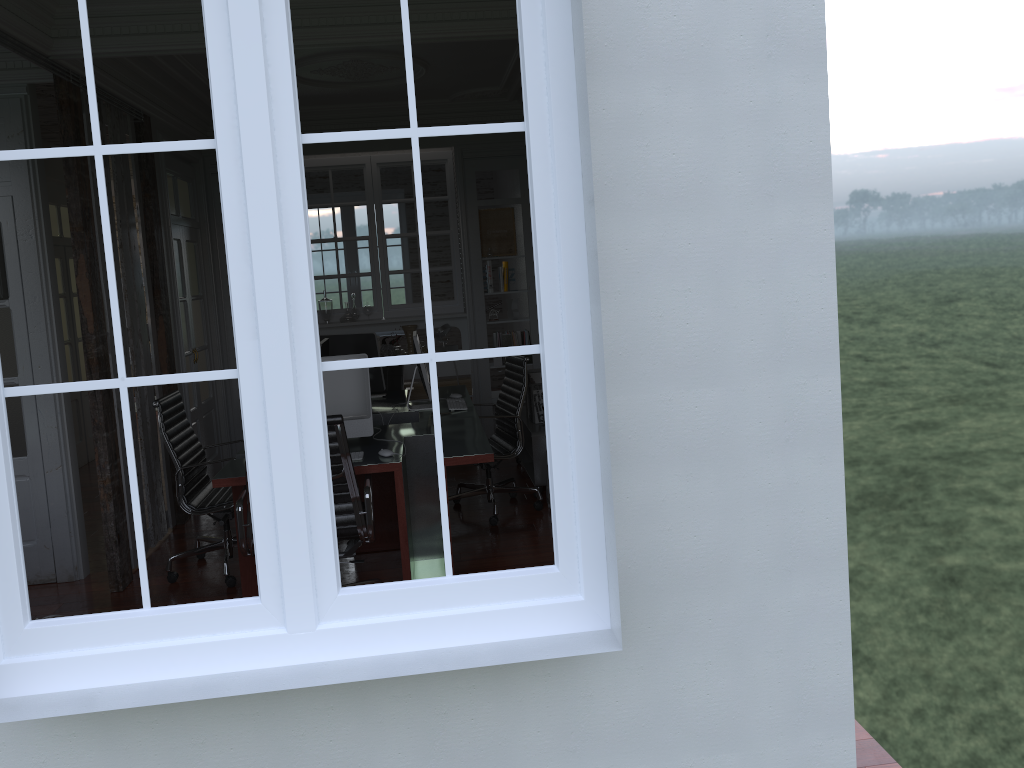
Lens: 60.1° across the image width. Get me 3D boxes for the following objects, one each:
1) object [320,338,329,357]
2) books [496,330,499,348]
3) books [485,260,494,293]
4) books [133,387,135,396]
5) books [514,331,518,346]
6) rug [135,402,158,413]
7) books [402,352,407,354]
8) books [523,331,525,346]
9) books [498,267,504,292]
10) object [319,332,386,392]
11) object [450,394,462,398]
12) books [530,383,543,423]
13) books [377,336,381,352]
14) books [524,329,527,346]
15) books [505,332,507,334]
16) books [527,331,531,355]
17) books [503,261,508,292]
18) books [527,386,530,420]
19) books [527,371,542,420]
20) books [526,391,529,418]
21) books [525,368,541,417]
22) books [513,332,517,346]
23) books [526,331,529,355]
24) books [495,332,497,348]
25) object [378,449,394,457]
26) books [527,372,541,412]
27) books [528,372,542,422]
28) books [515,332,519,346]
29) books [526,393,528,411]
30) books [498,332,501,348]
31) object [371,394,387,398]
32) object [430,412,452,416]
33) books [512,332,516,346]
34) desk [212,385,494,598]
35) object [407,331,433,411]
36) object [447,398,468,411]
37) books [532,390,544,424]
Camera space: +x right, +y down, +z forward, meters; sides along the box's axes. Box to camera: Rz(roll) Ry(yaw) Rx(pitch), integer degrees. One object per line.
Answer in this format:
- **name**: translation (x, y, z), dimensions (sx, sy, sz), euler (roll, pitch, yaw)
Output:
- **object**: translation (-1.181, -0.033, 5.603), dimensions (0.190, 0.483, 0.486), euler (-5, 6, -6)
- **books**: translation (-0.132, -0.329, 8.001), dimensions (0.038, 0.294, 0.181), euler (-4, 5, 2)
- **books**: translation (-0.207, -0.967, 7.976), dimensions (0.042, 0.285, 0.217), euler (-5, 6, -6)
- **books**: translation (-5.498, 0.054, 13.001), dimensions (0.057, 0.228, 0.190), euler (-5, 6, -5)
- **books**: translation (0.051, -0.332, 7.986), dimensions (0.043, 0.280, 0.195), euler (-4, 6, 0)
- **rug**: translation (-4.828, 0.290, 12.259), dimensions (1.068, 0.016, 1.073), euler (-5, 8, -6)
- **books**: translation (-1.097, -0.277, 8.118), dimensions (0.181, 0.007, 0.246), euler (-11, 10, -40)
- **books**: translation (0.111, -0.336, 8.010), dimensions (0.024, 0.276, 0.195), euler (-4, 6, -2)
- **books**: translation (-0.100, -0.942, 7.964), dimensions (0.026, 0.222, 0.162), euler (-5, 6, -6)
- **object**: translation (-1.134, -0.106, 6.111), dimensions (0.483, 0.483, 0.190), euler (-2, 5, 19)
- **object**: translation (-0.383, 0.080, 6.028), dimensions (0.059, 0.028, 0.106), euler (-11, 10, -44)
- **books**: translation (0.251, 0.131, 6.413), dimensions (0.222, 0.281, 0.061), euler (-5, 5, -6)
- **books**: translation (-1.290, -0.332, 8.017), dimensions (0.151, 0.192, 0.143), euler (-9, 8, -40)
- **books**: translation (0.129, -0.347, 8.019), dimensions (0.030, 0.289, 0.181), euler (-4, 6, -2)
- **books**: translation (-0.054, -0.328, 7.982), dimensions (0.039, 0.287, 0.195), euler (-4, 6, -1)
- **books**: translation (0.156, -0.343, 8.013), dimensions (0.023, 0.281, 0.195), euler (-4, 6, -2)
- **books**: translation (-0.061, -0.968, 7.965), dimensions (0.055, 0.267, 0.193), euler (-5, 6, -6)
- **books**: translation (0.210, 0.127, 6.543), dimensions (0.182, 0.261, 0.057), euler (-5, 5, -6)
- **books**: translation (0.250, 0.083, 6.498), dimensions (0.258, 0.353, 0.050), euler (-5, 5, -6)
- **books**: translation (0.243, 0.089, 6.606), dimensions (0.265, 0.313, 0.025), euler (-5, 5, -6)
- **books**: translation (0.227, 0.059, 6.697), dimensions (0.259, 0.349, 0.065), euler (-5, 5, -6)
- **books**: translation (0.041, -0.335, 7.988), dimensions (0.045, 0.286, 0.195), euler (-4, 6, 0)
- **books**: translation (0.142, -0.346, 8.012), dimensions (0.013, 0.287, 0.195), euler (-4, 6, -2)
- **books**: translation (-0.146, -0.324, 7.995), dimensions (0.037, 0.286, 0.195), euler (-4, 6, 2)
- **object**: translation (-0.615, 0.333, 4.305), dimensions (0.059, 0.028, 0.106), euler (-9, 9, -36)
- **books**: translation (0.256, 0.087, 6.475), dimensions (0.259, 0.351, 0.071), euler (-5, 5, -6)
- **books**: translation (0.262, 0.090, 6.445), dimensions (0.272, 0.353, 0.063), euler (-5, 5, -6)
- **books**: translation (0.061, -0.330, 7.987), dimensions (0.045, 0.286, 0.195), euler (-4, 6, 0)
- **books**: translation (0.231, 0.077, 6.636), dimensions (0.249, 0.331, 0.060), euler (-5, 5, -6)
- **books**: translation (-0.104, -0.325, 7.994), dimensions (0.022, 0.287, 0.195), euler (-4, 6, 2)
- **object**: translation (-1.122, 0.095, 6.349), dimensions (0.439, 0.017, 0.119), euler (-5, 8, -6)
- **object**: translation (-0.430, 0.182, 5.380), dimensions (0.149, 0.011, 0.011), euler (-9, 8, -30)
- **books**: translation (0.030, -0.340, 7.993), dimensions (0.045, 0.281, 0.181), euler (-4, 6, 0)
- **desk**: translation (-0.839, 0.581, 5.393), dimensions (1.301, 0.724, 2.521), euler (-5, 8, -6)
- **object**: translation (-0.595, -0.087, 5.687), dimensions (0.190, 0.483, 0.486), euler (-5, 6, -6)
- **object**: translation (-0.355, 0.129, 5.703), dimensions (0.118, 0.017, 0.441), euler (-5, 8, -5)
- **books**: translation (0.255, 0.157, 6.380), dimensions (0.197, 0.239, 0.058), euler (-5, 5, -6)
